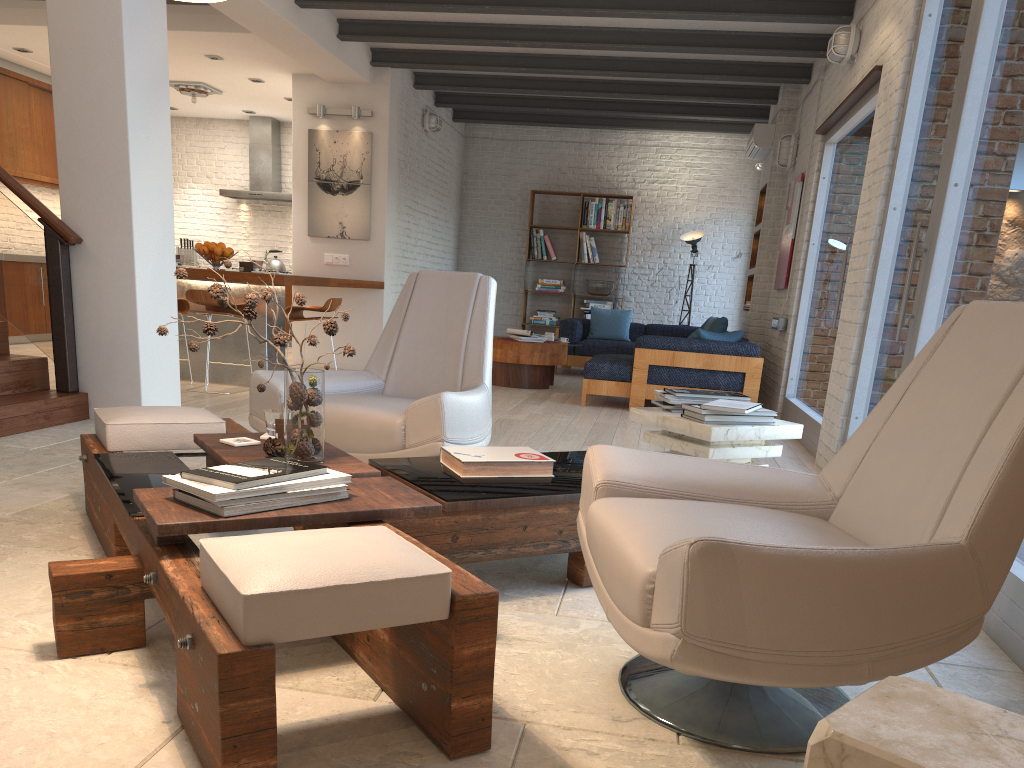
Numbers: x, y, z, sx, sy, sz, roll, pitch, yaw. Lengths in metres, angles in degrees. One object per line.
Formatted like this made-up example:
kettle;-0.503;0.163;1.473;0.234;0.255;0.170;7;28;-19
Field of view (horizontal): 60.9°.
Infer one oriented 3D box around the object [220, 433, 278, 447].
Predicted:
object;-0.839;0.177;2.926;0.271;0.036;0.240;2;7;-19

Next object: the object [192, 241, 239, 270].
object;-2.445;-1.058;7.201;0.365;0.230;0.351;0;10;-26

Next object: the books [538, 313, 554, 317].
books;0.465;-0.937;11.829;0.205;0.035;0.128;5;7;8

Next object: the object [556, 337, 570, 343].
object;0.558;-0.474;9.524;0.155;0.059;0.261;4;7;1

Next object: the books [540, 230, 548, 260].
books;0.426;-1.841;11.575;0.121;0.396;0.234;6;13;9

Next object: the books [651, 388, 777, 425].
books;0.824;0.095;3.496;0.389;0.082;0.548;3;6;-7

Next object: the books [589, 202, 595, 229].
books;1.050;-2.190;11.376;0.055;0.342;0.245;6;13;9

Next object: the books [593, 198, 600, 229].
books;1.099;-2.214;11.366;0.036;0.398;0.234;7;13;9

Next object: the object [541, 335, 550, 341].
object;0.328;-0.478;9.073;0.146;0.058;0.169;4;7;-2

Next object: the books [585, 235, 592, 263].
books;1.024;-1.770;11.501;0.124;0.362;0.262;6;13;9

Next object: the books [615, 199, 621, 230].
books;1.377;-2.189;11.331;0.036;0.398;0.234;7;13;9

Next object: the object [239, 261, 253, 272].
object;-2.180;-0.964;7.178;0.093;0.085;0.111;-4;12;-36

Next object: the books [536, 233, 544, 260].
books;0.375;-1.825;11.619;0.102;0.347;0.245;6;13;9

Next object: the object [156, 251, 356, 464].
object;-0.749;-0.073;2.560;0.542;0.631;0.304;0;14;-20

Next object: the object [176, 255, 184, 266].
object;-2.744;-1.017;7.168;0.091;0.088;0.088;5;11;6

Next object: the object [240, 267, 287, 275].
object;-2.061;-0.925;7.127;0.394;0.036;0.192;6;7;12

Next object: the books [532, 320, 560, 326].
books;0.461;-0.834;11.835;0.324;0.058;0.248;6;7;18

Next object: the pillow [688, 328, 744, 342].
pillow;1.732;-0.325;7.699;0.562;0.341;0.364;-1;12;-31

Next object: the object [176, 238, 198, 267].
object;-4.446;-1.791;11.904;0.321;0.390;0.064;6;15;8

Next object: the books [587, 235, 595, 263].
books;1.047;-1.769;11.507;0.124;0.362;0.262;6;13;9

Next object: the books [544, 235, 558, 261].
books;0.518;-1.804;11.593;0.194;0.331;0.245;6;12;9

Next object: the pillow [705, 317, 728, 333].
pillow;2.058;-0.489;8.946;0.254;0.431;1.172;6;8;9

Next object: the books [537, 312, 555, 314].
books;0.462;-0.965;11.829;0.236;0.019;0.165;4;6;1

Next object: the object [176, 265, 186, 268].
object;-2.815;-0.991;7.223;0.286;0.036;0.199;5;7;9

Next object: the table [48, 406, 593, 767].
table;-0.385;0.422;2.788;1.963;0.446;2.136;0;8;-30

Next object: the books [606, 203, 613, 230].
books;1.270;-2.170;11.339;0.055;0.342;0.245;6;13;9

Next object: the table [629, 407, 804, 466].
table;0.813;0.382;3.632;0.493;0.524;0.478;-3;13;-31

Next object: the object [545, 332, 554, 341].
object;0.400;-0.495;9.358;0.107;0.112;0.105;9;12;24

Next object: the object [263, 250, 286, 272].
object;-3.094;-1.616;11.413;0.259;0.286;0.256;11;13;29

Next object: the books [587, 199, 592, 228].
books;1.016;-2.209;11.394;0.020;0.373;0.262;7;13;9

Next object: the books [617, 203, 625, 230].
books;1.420;-2.157;11.327;0.055;0.342;0.245;6;13;9

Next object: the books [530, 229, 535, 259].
books;0.285;-1.855;11.598;0.091;0.399;0.234;6;13;9

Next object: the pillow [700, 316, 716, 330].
pillow;2.290;-0.587;10.235;0.243;0.413;1.070;6;8;8

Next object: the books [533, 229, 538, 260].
books;0.323;-1.853;11.601;0.091;0.399;0.234;6;13;9

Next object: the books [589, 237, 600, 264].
books;1.091;-1.755;11.489;0.158;0.342;0.245;6;13;9

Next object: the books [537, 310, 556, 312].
books;0.469;-0.988;11.801;0.251;0.018;0.157;5;6;8

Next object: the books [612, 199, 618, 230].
books;1.343;-2.194;11.349;0.036;0.398;0.234;7;13;9

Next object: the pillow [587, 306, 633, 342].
pillow;1.226;-0.744;10.875;0.554;0.425;0.215;5;14;7

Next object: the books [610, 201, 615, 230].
books;1.311;-2.182;11.344;0.020;0.373;0.262;7;13;9

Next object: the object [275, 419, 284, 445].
object;-0.729;0.165;2.879;0.094;0.085;0.110;0;10;-19

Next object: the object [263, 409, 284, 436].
object;-0.807;0.134;2.992;0.090;0.088;0.088;-3;13;-31

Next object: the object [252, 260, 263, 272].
object;-2.069;-0.959;7.086;0.090;0.088;0.088;9;12;23

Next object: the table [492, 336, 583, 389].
table;0.140;-0.265;9.399;1.071;0.463;1.776;6;7;14

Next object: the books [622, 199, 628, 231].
books;1.470;-2.181;11.319;0.036;0.398;0.234;7;13;9

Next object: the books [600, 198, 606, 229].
books;1.190;-2.205;11.347;0.036;0.398;0.234;7;13;9

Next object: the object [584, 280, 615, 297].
object;1.162;-1.273;11.625;0.397;0.209;0.392;-3;11;-39

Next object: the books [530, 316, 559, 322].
books;0.445;-0.883;11.833;0.379;0.038;0.236;5;6;8

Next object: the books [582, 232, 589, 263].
books;0.971;-1.791;11.494;0.103;0.398;0.234;6;13;9

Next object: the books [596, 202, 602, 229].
books;1.145;-2.183;11.381;0.055;0.342;0.245;6;13;9

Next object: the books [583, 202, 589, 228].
books;0.977;-2.198;11.404;0.055;0.342;0.245;6;13;9

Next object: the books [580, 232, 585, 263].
books;0.938;-1.797;11.522;0.101;0.398;0.234;6;13;9

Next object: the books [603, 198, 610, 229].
books;1.228;-2.203;11.352;0.036;0.398;0.234;7;13;9

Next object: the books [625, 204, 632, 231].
books;1.519;-2.151;11.335;0.055;0.342;0.245;6;13;9
